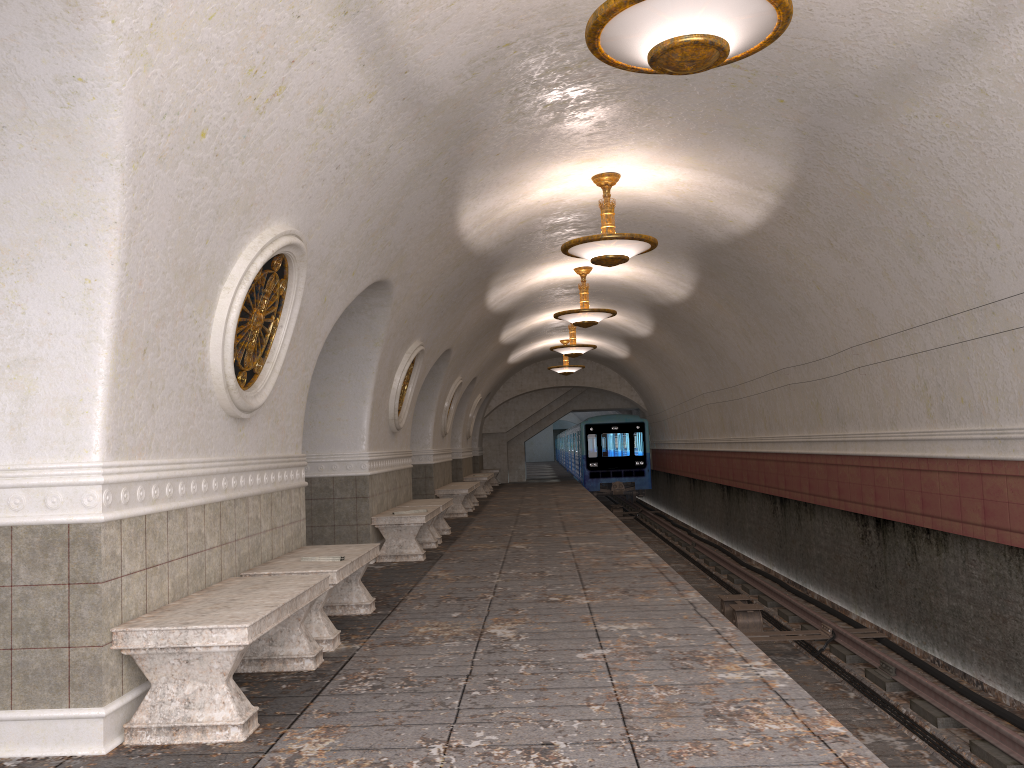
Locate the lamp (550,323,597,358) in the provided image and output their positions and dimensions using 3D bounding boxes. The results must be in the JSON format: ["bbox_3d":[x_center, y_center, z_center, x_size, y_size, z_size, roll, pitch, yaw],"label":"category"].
[{"bbox_3d":[1.294,-1.026,18.897,1.008,0.955,1.008,-3,-4,17],"label":"lamp"}]

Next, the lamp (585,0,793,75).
[{"bbox_3d":[0.857,-2.027,4.418,1.008,0.955,1.008,-1,-4,-14],"label":"lamp"}]

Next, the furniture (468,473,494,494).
[{"bbox_3d":[-0.819,2.712,24.192,0.613,0.508,1.509,-2,-4,2],"label":"furniture"}]

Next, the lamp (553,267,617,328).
[{"bbox_3d":[1.149,-1.359,14.083,1.008,0.955,1.008,-3,-4,17],"label":"lamp"}]

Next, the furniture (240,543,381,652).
[{"bbox_3d":[-1.360,1.472,6.251,0.613,0.508,1.509,-2,-4,2],"label":"furniture"}]

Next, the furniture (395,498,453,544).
[{"bbox_3d":[-1.180,1.886,12.243,0.613,0.508,1.509,-2,-4,2],"label":"furniture"}]

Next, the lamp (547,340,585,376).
[{"bbox_3d":[1.439,-0.693,23.713,1.008,0.955,1.008,1,-5,-42],"label":"lamp"}]

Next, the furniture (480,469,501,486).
[{"bbox_3d":[-0.680,3.030,28.800,0.613,0.508,1.509,-2,-4,2],"label":"furniture"}]

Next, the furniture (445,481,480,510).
[{"bbox_3d":[-0.999,2.301,18.246,0.613,0.508,1.509,-2,-4,2],"label":"furniture"}]

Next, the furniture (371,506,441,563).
[{"bbox_3d":[-1.230,1.770,10.566,0.613,0.508,1.509,-2,-4,2],"label":"furniture"}]

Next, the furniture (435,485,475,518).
[{"bbox_3d":[-1.049,2.185,16.570,0.613,0.508,1.509,-2,-4,2],"label":"furniture"}]

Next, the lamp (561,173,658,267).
[{"bbox_3d":[1.003,-1.692,9.267,1.008,0.955,1.008,-1,-4,-14],"label":"lamp"}]

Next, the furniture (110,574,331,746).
[{"bbox_3d":[-1.411,1.356,4.574,0.613,0.508,1.509,-2,-4,2],"label":"furniture"}]

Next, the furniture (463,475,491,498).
[{"bbox_3d":[-0.870,2.596,22.515,0.613,0.508,1.509,-2,-4,2],"label":"furniture"}]
